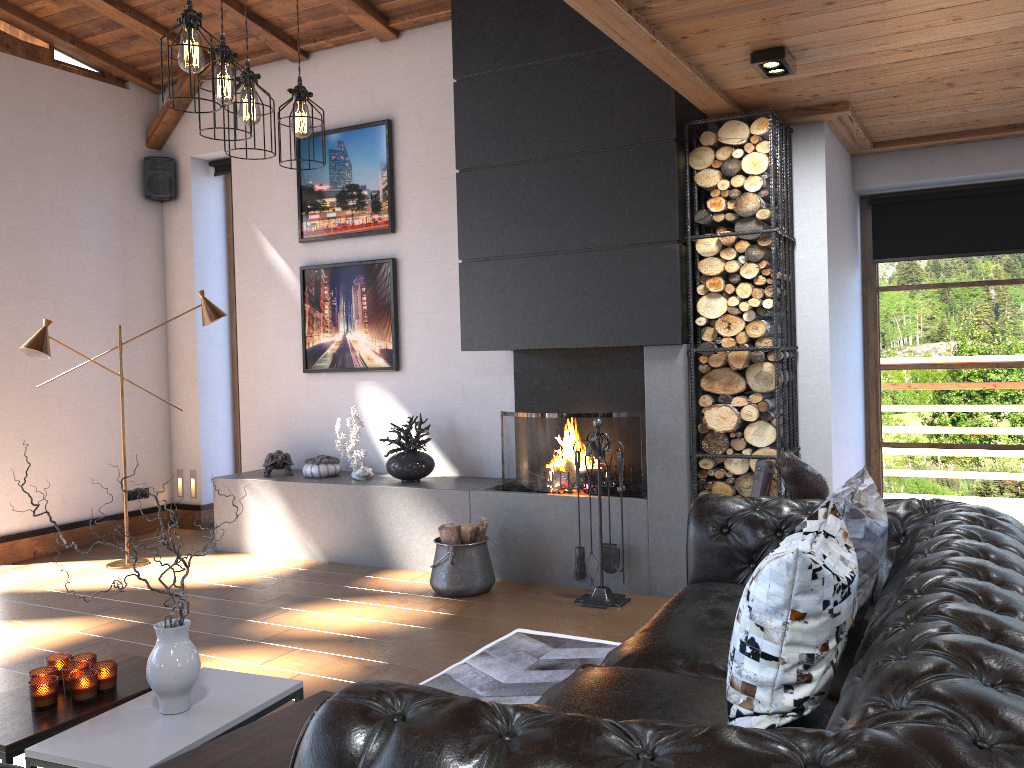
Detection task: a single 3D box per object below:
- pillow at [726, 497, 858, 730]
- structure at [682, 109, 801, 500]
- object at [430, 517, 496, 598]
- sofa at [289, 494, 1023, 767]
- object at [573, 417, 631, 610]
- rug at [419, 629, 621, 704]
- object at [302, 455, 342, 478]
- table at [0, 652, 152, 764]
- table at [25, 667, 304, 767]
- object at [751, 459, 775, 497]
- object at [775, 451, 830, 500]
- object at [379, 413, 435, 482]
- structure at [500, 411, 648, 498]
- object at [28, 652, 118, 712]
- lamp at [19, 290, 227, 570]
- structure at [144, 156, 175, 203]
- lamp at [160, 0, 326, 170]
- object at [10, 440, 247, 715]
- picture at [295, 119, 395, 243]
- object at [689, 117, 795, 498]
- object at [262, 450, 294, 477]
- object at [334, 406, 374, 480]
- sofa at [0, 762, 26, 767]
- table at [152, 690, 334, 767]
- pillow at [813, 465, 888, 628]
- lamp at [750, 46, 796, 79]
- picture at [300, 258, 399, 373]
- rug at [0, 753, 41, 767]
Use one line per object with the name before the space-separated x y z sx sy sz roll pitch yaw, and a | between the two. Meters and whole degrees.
pillow | 0.676 0.540 2.117 0.280 0.469 0.534 -1 2 31
structure | 1.308 -0.138 4.985 0.497 2.616 0.517 -1 1 28
object | -0.292 1.002 5.180 0.388 0.431 0.379 -3 2 -36
sofa | 0.736 0.843 2.320 1.227 0.838 2.592 -1 2 28
object | 0.484 0.691 4.867 0.310 1.017 0.305 -2 1 -16
rug | 0.081 1.262 2.067 2.407 0.053 4.086 -1 2 29
object | -1.380 0.592 6.425 0.278 0.160 0.262 -1 2 30
table | -1.360 1.126 2.738 0.396 0.350 0.657 -1 2 28
table | -0.964 1.120 2.559 0.397 0.350 0.656 -1 2 23
object | 1.267 0.791 4.682 0.266 0.795 0.265 -1 1 11
object | 1.251 0.445 3.794 0.250 0.319 0.148 -2 1 -21
object | -0.696 0.431 6.033 0.337 0.455 0.337 -2 1 -36
structure | 0.322 0.428 5.370 0.972 0.514 0.185 -1 1 28
object | -1.357 0.910 2.751 0.249 0.081 0.299 -2 2 -23
lamp | -2.636 0.302 6.052 1.338 1.898 0.521 -3 1 -41
structure | -2.919 -1.699 7.356 0.211 0.349 0.216 -1 1 28
lamp | -0.990 -1.938 3.148 0.259 2.201 0.809 -1 1 20
object | -1.028 0.543 2.546 0.401 0.808 0.627 -1 1 39
picture | -1.249 -1.490 6.576 0.870 0.816 0.036 -1 1 28
object | 1.307 -0.132 4.996 0.489 2.611 0.471 -1 1 28
object | -1.737 0.585 6.589 0.228 0.183 0.402 -2 2 -18
object | -1.110 0.412 6.175 0.259 0.532 0.426 -2 1 -3
sofa | -1.982 0.949 1.311 2.540 0.838 1.252 -1 2 27
table | -0.581 1.117 2.318 0.396 0.350 0.657 -1 2 33
pillow | 1.003 0.513 2.721 0.280 0.469 0.534 -1 2 31
lamp | 1.190 -1.467 4.033 0.154 0.068 0.264 -1 2 28
picture | -1.221 -0.496 6.592 0.870 0.816 0.036 -1 1 28
rug | -3.192 1.340 2.528 3.769 0.053 2.457 -1 2 29
